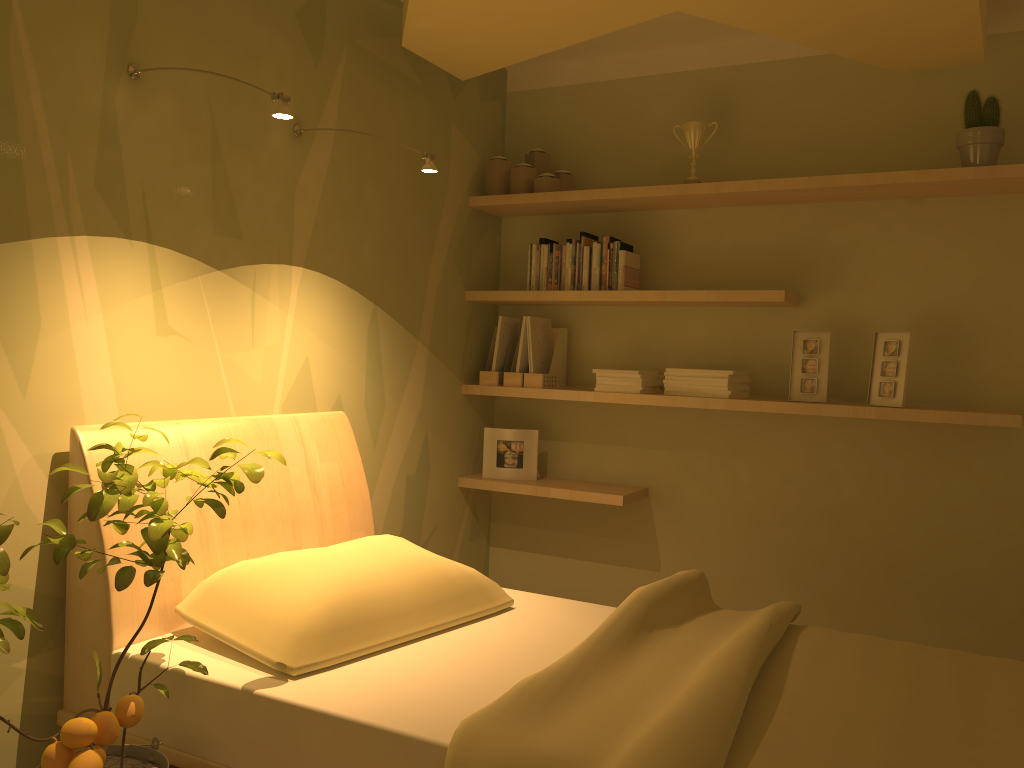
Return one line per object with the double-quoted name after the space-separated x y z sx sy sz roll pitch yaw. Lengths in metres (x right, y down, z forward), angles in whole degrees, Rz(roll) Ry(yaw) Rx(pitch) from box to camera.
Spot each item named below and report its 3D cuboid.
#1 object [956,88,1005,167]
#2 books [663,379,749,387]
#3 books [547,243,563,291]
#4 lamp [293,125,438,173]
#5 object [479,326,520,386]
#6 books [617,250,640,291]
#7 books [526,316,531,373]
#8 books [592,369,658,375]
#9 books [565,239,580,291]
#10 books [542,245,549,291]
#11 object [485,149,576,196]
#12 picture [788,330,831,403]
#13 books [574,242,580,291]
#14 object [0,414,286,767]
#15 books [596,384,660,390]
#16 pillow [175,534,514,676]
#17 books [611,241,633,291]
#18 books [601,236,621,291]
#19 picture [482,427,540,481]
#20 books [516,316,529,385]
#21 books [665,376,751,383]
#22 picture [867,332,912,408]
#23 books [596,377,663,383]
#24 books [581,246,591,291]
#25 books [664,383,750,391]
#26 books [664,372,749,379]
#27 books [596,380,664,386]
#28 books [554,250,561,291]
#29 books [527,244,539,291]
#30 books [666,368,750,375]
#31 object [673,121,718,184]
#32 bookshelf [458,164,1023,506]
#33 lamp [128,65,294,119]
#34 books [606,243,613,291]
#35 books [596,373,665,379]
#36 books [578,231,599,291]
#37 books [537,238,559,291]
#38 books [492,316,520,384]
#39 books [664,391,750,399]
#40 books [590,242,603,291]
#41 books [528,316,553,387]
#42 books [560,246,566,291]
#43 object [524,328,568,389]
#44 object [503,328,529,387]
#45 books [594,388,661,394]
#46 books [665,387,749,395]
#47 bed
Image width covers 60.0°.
1.578 -0.856 2.984 0.145 0.294 0.145 2 2 9 "object"
0.754 -0.004 3.450 0.270 0.015 0.190 3 2 38 "books"
0.195 -0.483 3.745 0.032 0.203 0.157 3 2 28 "books"
-0.451 -0.723 2.703 0.533 0.178 0.050 3 2 28 "lamp"
-0.051 -0.123 3.875 0.087 0.259 0.236 3 2 22 "object"
0.471 -0.448 3.588 0.032 0.163 0.178 3 2 28 "books"
0.119 -0.134 3.782 0.036 0.296 0.210 3 2 28 "books"
0.463 -0.049 3.604 0.190 0.015 0.270 3 2 25 "books"
0.271 -0.485 3.700 0.038 0.217 0.166 3 2 28 "books"
0.171 -0.481 3.758 0.022 0.198 0.157 3 2 28 "books"
0.080 -0.902 3.795 0.349 0.229 0.234 3 2 29 "object"
1.125 -0.065 3.322 0.134 0.264 0.171 3 2 27 "picture"
0.297 -0.477 3.692 0.017 0.203 0.155 3 2 28 "books"
-0.816 0.544 1.647 0.372 0.944 0.828 3 2 21 "object"
0.474 0.011 3.609 0.190 0.015 0.270 3 2 24 "books"
-0.412 0.550 2.354 0.482 0.213 0.801 3 2 38 "pillow"
0.448 -0.469 3.612 0.032 0.203 0.157 3 2 28 "books"
0.406 -0.485 3.645 0.032 0.229 0.138 3 2 28 "books"
-0.002 0.300 3.843 0.247 0.219 0.131 2 2 5 "picture"
0.081 -0.137 3.804 0.048 0.297 0.214 3 2 28 "books"
0.761 -0.018 3.446 0.270 0.015 0.190 4 2 41 "books"
1.373 -0.050 3.144 0.171 0.264 0.134 1 2 -36 "picture"
0.481 -0.018 3.602 0.190 0.015 0.270 3 2 27 "books"
0.333 -0.466 3.663 0.032 0.184 0.173 3 2 28 "books"
0.757 0.012 3.446 0.270 0.015 0.190 4 2 40 "books"
0.761 -0.034 3.467 0.270 0.015 0.190 3 2 38 "books"
0.484 -0.003 3.608 0.190 0.015 0.270 3 2 29 "books"
0.218 -0.466 3.733 0.021 0.172 0.157 3 2 28 "books"
0.115 -0.487 3.787 0.040 0.203 0.157 3 2 28 "books"
0.762 -0.049 3.453 0.270 0.015 0.190 3 2 33 "books"
0.715 -0.889 3.486 0.160 0.268 0.095 2 2 -2 "object"
1.014 -0.118 3.321 2.605 1.240 0.300 3 2 28 "bookshelf"
-0.739 -0.718 2.156 0.533 0.178 0.050 3 2 28 "lamp"
0.424 -0.468 3.624 0.022 0.198 0.157 3 2 28 "books"
0.484 -0.034 3.609 0.190 0.015 0.270 3 2 30 "books"
0.315 -0.499 3.682 0.021 0.247 0.157 3 2 28 "books"
0.152 -0.498 3.778 0.032 0.229 0.138 3 2 28 "books"
-0.030 -0.143 3.864 0.048 0.297 0.214 3 2 22 "books"
0.759 0.041 3.455 0.270 0.015 0.190 3 2 38 "books"
0.369 -0.473 3.653 0.040 0.203 0.157 3 2 28 "books"
0.129 -0.134 3.781 0.043 0.296 0.210 3 2 28 "books"
0.244 -0.475 3.725 0.032 0.193 0.146 3 2 28 "books"
0.146 -0.113 3.773 0.087 0.259 0.236 3 2 28 "object"
0.061 -0.117 3.817 0.087 0.259 0.236 3 2 28 "object"
0.474 0.026 3.609 0.190 0.015 0.270 3 2 27 "books"
0.759 0.026 3.455 0.270 0.015 0.190 3 2 35 "books"
0.198 0.598 2.022 2.378 0.894 1.286 3 2 28 "bed"
